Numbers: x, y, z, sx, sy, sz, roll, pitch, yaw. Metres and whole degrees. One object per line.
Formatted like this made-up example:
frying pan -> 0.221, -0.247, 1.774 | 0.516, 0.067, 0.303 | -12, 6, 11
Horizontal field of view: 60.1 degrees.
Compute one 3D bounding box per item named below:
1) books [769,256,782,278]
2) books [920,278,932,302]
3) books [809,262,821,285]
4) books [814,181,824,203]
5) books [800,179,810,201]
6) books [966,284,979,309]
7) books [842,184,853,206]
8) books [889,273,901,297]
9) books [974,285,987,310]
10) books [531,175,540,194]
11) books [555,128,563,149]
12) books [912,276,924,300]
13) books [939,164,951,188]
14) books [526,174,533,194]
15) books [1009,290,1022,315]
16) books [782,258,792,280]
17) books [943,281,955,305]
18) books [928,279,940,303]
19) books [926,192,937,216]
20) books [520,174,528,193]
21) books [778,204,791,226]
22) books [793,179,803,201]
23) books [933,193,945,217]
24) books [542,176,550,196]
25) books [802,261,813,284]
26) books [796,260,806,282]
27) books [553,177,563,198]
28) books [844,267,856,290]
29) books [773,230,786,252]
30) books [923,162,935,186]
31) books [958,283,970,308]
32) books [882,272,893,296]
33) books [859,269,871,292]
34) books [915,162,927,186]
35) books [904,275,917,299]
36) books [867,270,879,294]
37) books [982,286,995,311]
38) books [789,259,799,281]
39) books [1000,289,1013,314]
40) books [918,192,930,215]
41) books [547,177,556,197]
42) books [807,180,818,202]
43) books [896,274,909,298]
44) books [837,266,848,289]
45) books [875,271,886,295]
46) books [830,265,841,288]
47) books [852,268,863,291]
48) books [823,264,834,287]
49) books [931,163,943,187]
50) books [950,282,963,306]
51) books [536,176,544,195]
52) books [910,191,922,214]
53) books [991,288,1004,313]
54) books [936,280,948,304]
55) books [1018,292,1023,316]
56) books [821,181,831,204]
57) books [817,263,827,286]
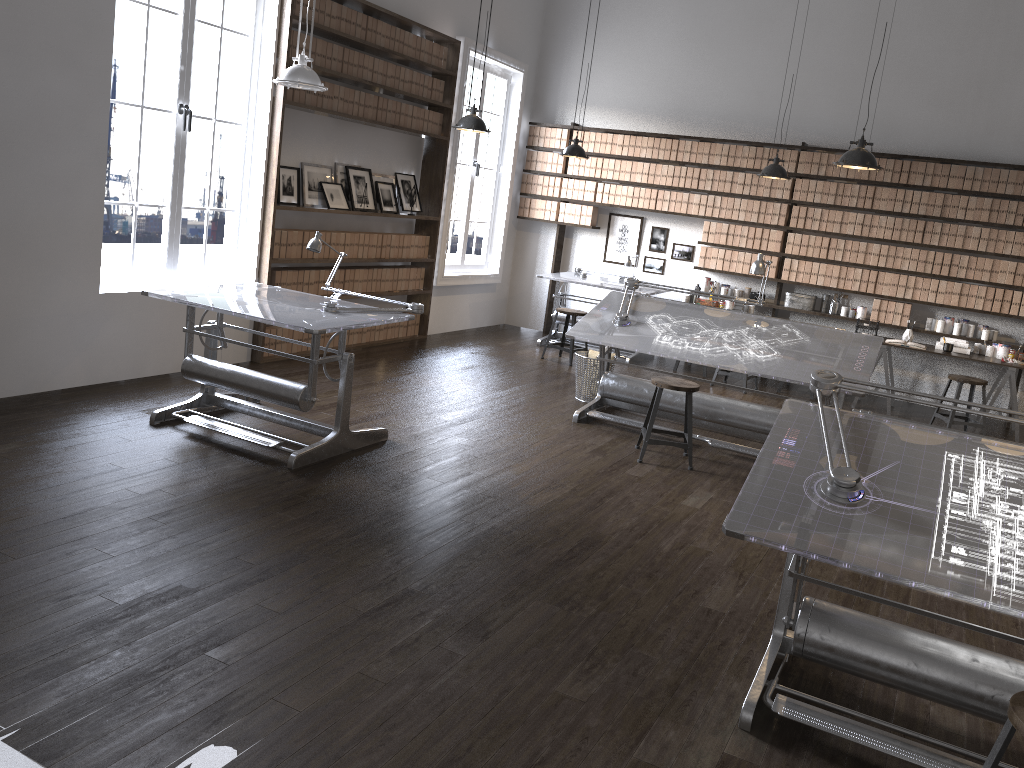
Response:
books -> 2.762, -1.225, 9.299 | 0.067, 0.224, 0.175 | 12, 11, 25
books -> 4.054, -0.925, 8.674 | 0.067, 0.224, 0.175 | 12, 11, 25
books -> 3.129, -1.139, 9.121 | 0.067, 0.224, 0.175 | 12, 11, 25
books -> 3.146, -1.953, 9.039 | 0.067, 0.224, 0.175 | 12, 11, 25
books -> 3.021, -1.982, 9.102 | 0.067, 0.224, 0.175 | 12, 11, 25
books -> 4.417, -0.840, 8.497 | 0.067, 0.224, 0.175 | 12, 11, 25
books -> 3.385, -1.898, 8.926 | 0.067, 0.224, 0.175 | 12, 11, 25
books -> 3.800, -0.983, 8.791 | 0.067, 0.224, 0.175 | 12, 11, 25
books -> 4.478, -0.825, 8.463 | 0.067, 0.224, 0.175 | 12, 11, 25
books -> 0.304, -2.348, 10.454 | 0.067, 0.224, 0.175 | 12, 11, 25
books -> 0.572, -2.836, 10.267 | 0.067, 0.224, 0.175 | 12, 11, 25
books -> 3.993, -0.939, 8.705 | 0.067, 0.224, 0.175 | 12, 11, 25
books -> 4.165, -1.993, 8.518 | 0.067, 0.224, 0.175 | 12, 11, 25
books -> 0.241, -2.362, 10.485 | 0.067, 0.224, 0.175 | 12, 11, 25
books -> 4.739, -0.764, 8.335 | 0.067, 0.224, 0.175 | 12, 11, 25
books -> 2.879, -1.197, 9.241 | 0.067, 0.224, 0.175 | 12, 11, 25
books -> 4.235, -0.882, 8.585 | 0.067, 0.224, 0.175 | 12, 11, 25
books -> 4.114, -0.910, 8.640 | 0.067, 0.224, 0.175 | 12, 11, 25
books -> 4.068, -1.738, 8.591 | 0.067, 0.224, 0.175 | 12, 11, 25
books -> 0.179, -2.375, 10.509 | 0.067, 0.224, 0.175 | 12, 11, 25
books -> 2.836, -1.758, 9.219 | 0.067, 0.224, 0.175 | 12, 11, 25
books -> 2.960, -1.997, 9.134 | 0.067, 0.224, 0.175 | 12, 11, 25
books -> 4.125, -1.724, 8.558 | 0.067, 0.224, 0.175 | 12, 11, 25
books -> 0.430, -2.319, 10.394 | 0.067, 0.224, 0.175 | 12, 11, 25
books -> 3.069, -1.154, 9.154 | 0.067, 0.224, 0.175 | 12, 11, 25
books -> 3.008, -1.169, 9.186 | 0.067, 0.224, 0.175 | 12, 11, 25
books -> 0.561, -2.288, 10.329 | 0.067, 0.224, 0.175 | 12, 11, 25
books -> 3.432, -1.070, 8.978 | 0.067, 0.224, 0.175 | 12, 11, 25
books -> 2.800, -1.487, 9.255 | 0.067, 0.224, 0.175 | 12, 11, 25
books -> 4.041, -2.022, 8.577 | 0.067, 0.224, 0.175 | 12, 11, 25
books -> 4.354, -0.855, 8.528 | 0.067, 0.224, 0.175 | 12, 11, 25
books -> 3.746, -0.996, 8.822 | 0.067, 0.224, 0.175 | 12, 11, 25
books -> 3.558, -1.041, 8.917 | 0.067, 0.224, 0.175 | 12, 11, 25
books -> 3.975, -2.036, 8.605 | 0.067, 0.224, 0.175 | 12, 11, 25
books -> 3.930, -0.953, 8.732 | 0.067, 0.224, 0.175 | 12, 11, 25
books -> 3.622, -1.025, 8.880 | 0.067, 0.224, 0.175 | 12, 11, 25
books -> 4.543, -0.811, 8.436 | 0.067, 0.224, 0.175 | 12, 11, 25
books -> 2.945, -1.183, 9.213 | 0.067, 0.224, 0.175 | 12, 11, 25
books -> 4.674, -0.780, 8.372 | 0.067, 0.224, 0.175 | 12, 11, 25
books -> 4.012, -1.751, 8.616 | 0.067, 0.224, 0.175 | 12, 11, 25
books -> 0.493, -2.302, 10.356 | 0.067, 0.224, 0.175 | 12, 11, 25
books -> 3.082, -1.968, 9.068 | 0.067, 0.224, 0.175 | 12, 11, 25
books -> 3.864, -0.968, 8.760 | 0.067, 0.224, 0.175 | 12, 11, 25
books -> 3.369, -1.085, 9.009 | 0.067, 0.224, 0.175 | 12, 11, 25
books -> 3.689, -1.010, 8.853 | 0.067, 0.224, 0.175 | 12, 11, 25
books -> 3.307, -1.098, 9.032 | 0.067, 0.224, 0.175 | 12, 11, 25
books -> 3.493, -1.055, 8.944 | 0.067, 0.224, 0.175 | 12, 11, 25
books -> 3.250, -1.112, 9.065 | 0.067, 0.224, 0.175 | 12, 11, 25
books -> 4.104, -2.008, 8.550 | 0.067, 0.224, 0.175 | 12, 11, 25
books -> 4.292, -0.868, 8.552 | 0.067, 0.224, 0.175 | 12, 11, 25
books -> 0.365, -2.333, 10.420 | 0.067, 0.224, 0.175 | 12, 11, 25
books -> 3.947, -1.766, 8.646 | 0.067, 0.224, 0.175 | 12, 11, 25
books -> 4.606, -0.795, 8.399 | 0.067, 0.224, 0.175 | 12, 11, 25
books -> 4.179, -0.895, 8.610 | 0.067, 0.224, 0.175 | 12, 11, 25
books -> 4.808, -0.748, 8.303 | 0.067, 0.224, 0.175 | 12, 11, 25
books -> 3.203, -1.940, 9.013 | 0.067, 0.224, 0.175 | 12, 11, 25
books -> 3.194, -1.125, 9.091 | 0.067, 0.224, 0.175 | 12, 11, 25
